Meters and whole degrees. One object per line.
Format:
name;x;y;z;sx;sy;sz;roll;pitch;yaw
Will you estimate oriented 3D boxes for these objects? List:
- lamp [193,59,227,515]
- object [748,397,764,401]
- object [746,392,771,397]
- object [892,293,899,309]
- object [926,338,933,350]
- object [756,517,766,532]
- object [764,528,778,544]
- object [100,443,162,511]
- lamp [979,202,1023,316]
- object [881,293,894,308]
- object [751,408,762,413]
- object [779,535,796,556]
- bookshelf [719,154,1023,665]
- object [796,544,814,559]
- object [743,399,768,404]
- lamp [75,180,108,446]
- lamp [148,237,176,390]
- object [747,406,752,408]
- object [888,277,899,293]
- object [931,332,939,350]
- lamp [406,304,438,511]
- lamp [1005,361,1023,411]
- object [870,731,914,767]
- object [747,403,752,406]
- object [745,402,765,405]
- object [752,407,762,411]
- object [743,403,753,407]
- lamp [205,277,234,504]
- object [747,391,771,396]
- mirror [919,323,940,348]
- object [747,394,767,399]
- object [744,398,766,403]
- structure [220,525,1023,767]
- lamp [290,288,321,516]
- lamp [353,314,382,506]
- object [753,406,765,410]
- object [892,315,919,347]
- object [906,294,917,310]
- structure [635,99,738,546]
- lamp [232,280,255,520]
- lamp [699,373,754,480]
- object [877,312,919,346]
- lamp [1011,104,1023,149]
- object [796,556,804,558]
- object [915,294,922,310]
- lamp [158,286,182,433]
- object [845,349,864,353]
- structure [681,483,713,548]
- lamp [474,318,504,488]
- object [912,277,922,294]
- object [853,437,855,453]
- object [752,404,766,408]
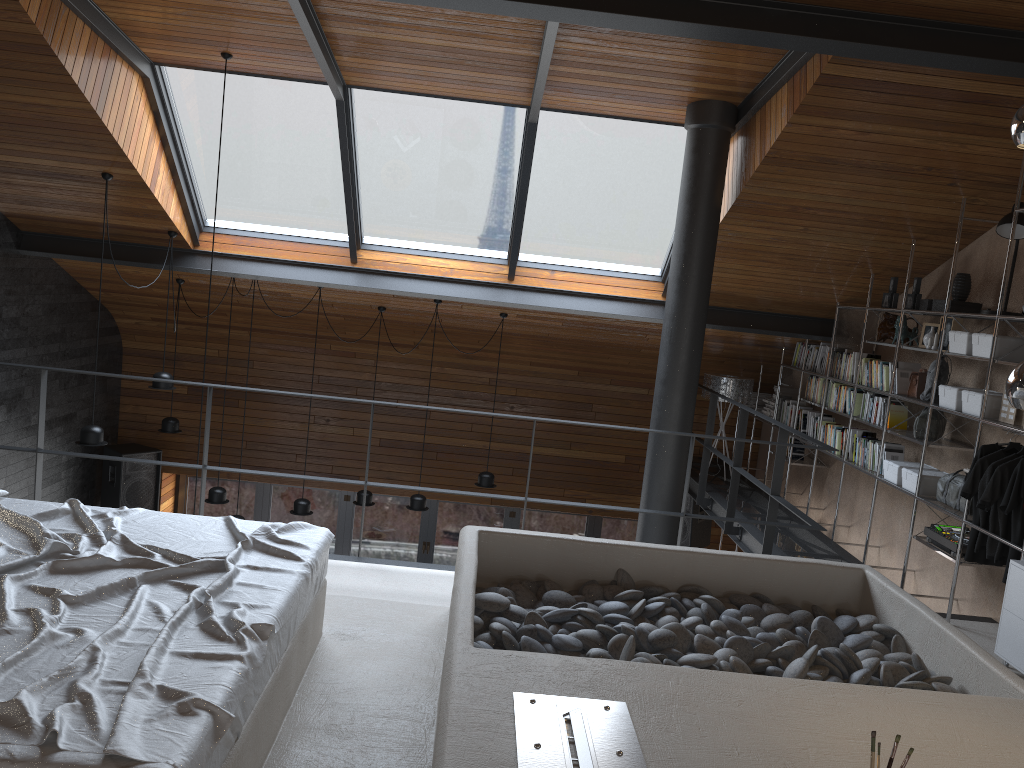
lamp;-2.000;-0.502;5.847;0.210;3.208;0.210;8;7;20
object;2.581;0.152;9.331;0.252;0.028;0.180;6;6;-2
object;2.588;0.108;9.343;0.246;0.016;0.182;6;6;-2
object;2.750;-0.593;6.363;0.029;0.117;0.086;8;7;18
object;2.686;-0.261;5.697;0.037;0.077;0.037;4;6;-16
object;2.469;1.681;8.946;0.244;0.879;0.244;9;7;26
object;2.496;1.736;8.684;0.305;0.839;0.237;6;6;0
object;-4.101;1.807;9.240;0.686;2.298;0.639;11;8;36
lamp;2.871;-0.717;5.118;0.322;0.660;0.233;1;8;-39
object;2.738;-0.605;6.460;0.029;0.117;0.086;4;6;-16
object;2.595;0.281;9.094;0.262;0.025;0.176;6;6;-2
object;2.548;1.422;8.174;0.207;0.442;0.328;5;6;-9
bookshelf;2.744;1.123;4.199;0.421;6.218;10.741;6;6;-2
object;2.599;1.470;7.728;0.215;0.458;0.328;7;6;3
object;2.580;0.190;9.335;0.246;0.016;0.182;6;6;-2
lamp;-2.887;-0.496;6.198;0.210;1.853;0.210;11;8;35
lamp;-2.732;-0.566;7.027;0.210;1.206;0.210;11;8;35
object;2.589;0.245;9.366;0.218;0.013;0.161;6;6;-2
object;2.753;-0.713;6.399;0.029;0.114;0.084;7;6;5
object;2.699;-0.272;5.646;0.037;0.114;0.037;4;6;-16
lamp;-0.762;0.192;8.007;0.210;1.911;0.210;11;8;35
lamp;1.308;-0.804;1.953;0.146;1.771;0.146;9;7;23
object;0.794;0.825;1.764;0.301;0.234;0.245;8;7;17
object;2.593;0.221;9.361;0.216;0.012;0.161;6;6;-2
object;2.590;0.207;9.351;0.224;0.017;0.167;6;6;-2
object;2.585;0.262;9.092;0.201;0.013;0.161;6;6;-2
object;2.576;0.232;9.356;0.243;0.012;0.159;6;6;-2
lamp;-2.485;0.025;7.690;0.210;2.035;0.210;11;8;35
object;2.590;0.092;9.352;0.246;0.016;0.182;6;6;-2
mirror;2.803;-0.319;5.915;0.069;0.168;0.130;2;7;-32
object;2.594;0.128;9.345;0.233;0.021;0.174;6;6;-2
object;2.582;0.175;9.334;0.246;0.016;0.182;6;6;-2
structure;-0.612;0.745;2.620;4.614;1.120;2.634;6;6;-2
lamp;-1.790;0.155;7.889;0.210;2.034;0.210;11;8;35
lamp;-1.299;0.145;8.315;0.210;2.002;0.210;11;8;35
object;2.603;0.252;9.076;0.228;0.016;0.182;6;6;-2
object;2.753;-0.374;6.172;0.197;0.220;0.102;4;7;-18
object;2.799;-0.573;6.216;0.029;0.117;0.086;5;6;-12
structure;1.000;1.019;5.791;1.197;5.699;1.689;6;6;-2
lamp;-2.267;0.138;7.547;0.210;2.273;0.210;11;8;35
lamp;2.070;0.418;8.719;0.475;1.002;0.475;9;7;21
object;2.773;-0.397;6.373;0.278;0.222;0.138;12;9;43
lamp;1.393;-1.184;2.167;0.146;1.204;0.146;10;7;28
object;2.460;1.577;7.473;0.208;0.280;0.131;4;7;-20
object;2.804;-0.562;6.118;0.029;0.117;0.086;9;7;22
lamp;-3.065;-0.245;8.067;0.210;1.369;0.210;11;8;35
object;2.712;-0.151;7.061;0.146;0.240;0.023;6;6;-2
structure;1.876;1.398;9.495;0.488;0.735;0.462;1;8;-42
lamp;-0.163;0.170;8.180;0.210;1.565;0.210;11;8;35
object;2.811;-0.682;6.154;0.029;0.114;0.084;7;6;9
object;2.638;0.497;6.684;0.131;0.180;0.042;6;6;-3
object;2.581;0.232;9.098;0.203;0.013;0.161;6;6;-2
